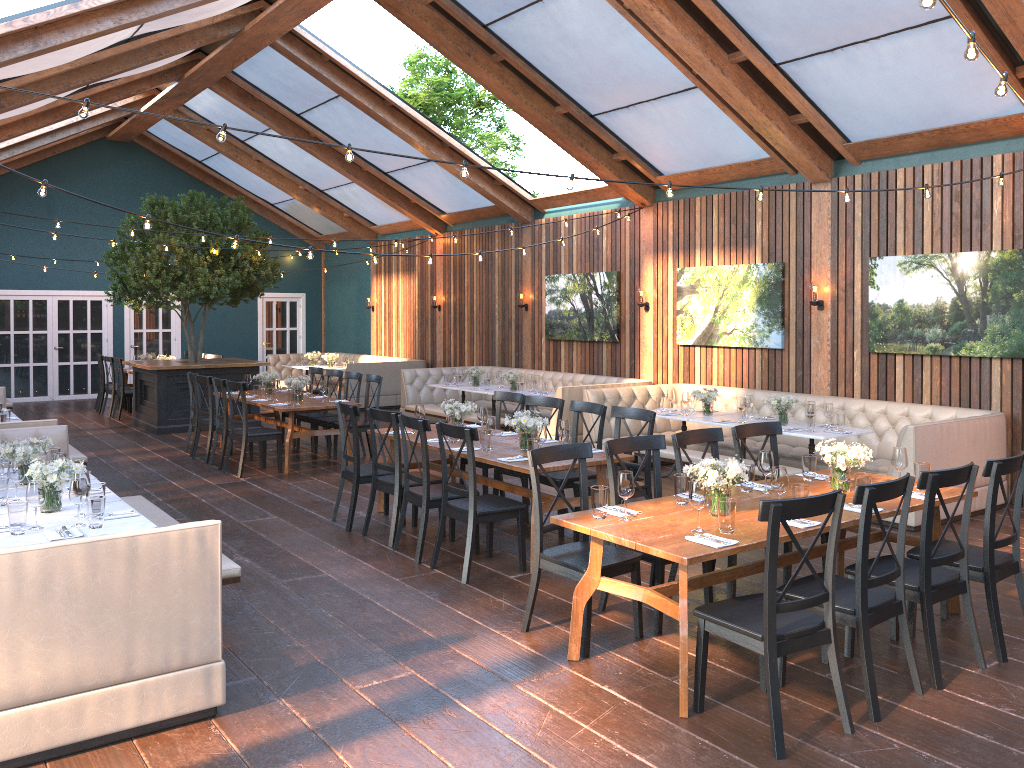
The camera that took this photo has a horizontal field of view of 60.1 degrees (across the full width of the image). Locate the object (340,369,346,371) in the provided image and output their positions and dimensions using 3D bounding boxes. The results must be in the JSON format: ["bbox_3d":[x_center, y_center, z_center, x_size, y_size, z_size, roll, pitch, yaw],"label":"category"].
[{"bbox_3d":[-3.164,-0.272,16.746,0.157,0.019,0.255,-3,6,-35],"label":"object"}]

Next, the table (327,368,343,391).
[{"bbox_3d":[-3.296,0.055,16.975,0.799,0.671,0.800,-2,4,-36],"label":"table"}]

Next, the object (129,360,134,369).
[{"bbox_3d":[-6.981,-0.353,16.229,0.092,0.158,0.092,0,2,-9],"label":"object"}]

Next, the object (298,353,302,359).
[{"bbox_3d":[-4.392,-0.514,18.340,0.092,0.244,0.092,0,1,7],"label":"object"}]

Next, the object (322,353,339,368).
[{"bbox_3d":[-3.569,-0.468,17.365,0.336,0.309,0.330,0,3,7],"label":"object"}]

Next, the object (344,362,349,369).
[{"bbox_3d":[-3.224,-0.382,17.231,0.092,0.158,0.092,2,2,41],"label":"object"}]

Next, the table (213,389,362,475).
[{"bbox_3d":[-2.808,0.530,10.837,0.951,0.728,2.435,-2,5,-35],"label":"table"}]

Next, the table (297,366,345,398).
[{"bbox_3d":[-3.769,0.001,17.640,0.799,0.671,0.800,-2,4,-35],"label":"table"}]

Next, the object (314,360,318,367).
[{"bbox_3d":[-3.855,-0.395,17.397,0.092,0.158,0.092,2,2,41],"label":"object"}]

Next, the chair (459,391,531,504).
[{"bbox_3d":[-0.171,0.598,8.203,0.540,1.019,0.478,-1,2,-35],"label":"chair"}]

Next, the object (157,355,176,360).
[{"bbox_3d":[-6.041,-0.365,15.451,0.329,0.309,0.337,-1,3,-20],"label":"object"}]

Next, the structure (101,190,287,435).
[{"bbox_3d":[-4.949,-1.198,13.845,2.715,3.691,2.856,-1,3,-27],"label":"structure"}]

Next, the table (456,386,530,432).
[{"bbox_3d":[-0.261,0.403,12.696,0.799,0.671,0.800,-2,4,-35],"label":"table"}]

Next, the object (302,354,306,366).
[{"bbox_3d":[-4.262,-0.498,18.136,0.092,0.244,0.092,0,1,7],"label":"object"}]

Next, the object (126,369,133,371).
[{"bbox_3d":[-6.775,-0.253,15.866,0.255,0.019,0.158,-3,6,-35],"label":"object"}]

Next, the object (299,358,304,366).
[{"bbox_3d":[-4.296,-0.446,18.032,0.092,0.158,0.092,2,2,41],"label":"object"}]

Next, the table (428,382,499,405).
[{"bbox_3d":[-0.733,0.349,13.361,0.799,0.671,0.800,-2,4,-36],"label":"table"}]

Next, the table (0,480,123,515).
[{"bbox_3d":[-2.842,1.012,5.324,0.799,0.671,0.800,-2,4,-35],"label":"table"}]

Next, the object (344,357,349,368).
[{"bbox_3d":[-3.166,-0.398,16.910,0.092,0.244,0.092,0,1,13],"label":"object"}]

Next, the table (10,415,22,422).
[{"bbox_3d":[-5.457,0.712,9.010,0.799,0.671,0.800,-2,4,-35],"label":"table"}]

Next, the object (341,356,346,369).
[{"bbox_3d":[-3.258,-0.416,17.127,0.092,0.244,0.092,0,1,13],"label":"object"}]

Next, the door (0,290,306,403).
[{"bbox_3d":[-8.205,-0.829,18.440,8.180,2.206,0.174,-3,3,-35],"label":"door"}]

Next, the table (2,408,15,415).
[{"bbox_3d":[-5.929,0.658,9.675,0.799,0.671,0.800,-2,4,-36],"label":"table"}]

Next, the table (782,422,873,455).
[{"bbox_3d":[2.827,0.757,8.344,0.799,0.671,0.800,-2,4,-36],"label":"table"}]

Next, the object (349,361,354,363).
[{"bbox_3d":[-3.062,-0.353,16.877,0.092,0.158,0.092,2,2,41],"label":"object"}]

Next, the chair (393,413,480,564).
[{"bbox_3d":[-0.556,0.734,6.555,0.540,1.019,0.478,-1,2,-30],"label":"chair"}]

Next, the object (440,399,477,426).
[{"bbox_3d":[-0.456,0.276,7.568,0.329,0.309,0.337,0,3,-1],"label":"object"}]

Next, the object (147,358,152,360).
[{"bbox_3d":[-6.303,-0.327,15.386,0.092,0.244,0.092,0,1,13],"label":"object"}]

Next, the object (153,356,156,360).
[{"bbox_3d":[-6.753,-0.431,16.657,0.092,0.244,0.092,0,1,7],"label":"object"}]

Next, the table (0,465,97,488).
[{"bbox_3d":[-3.314,0.958,5.989,0.799,0.671,0.800,-2,4,-36],"label":"table"}]

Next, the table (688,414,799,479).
[{"bbox_3d":[2.354,0.703,9.010,0.799,0.671,0.800,-2,4,-35],"label":"table"}]

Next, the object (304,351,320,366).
[{"bbox_3d":[-4.062,-0.522,18.035,0.329,0.309,0.337,1,3,20],"label":"object"}]

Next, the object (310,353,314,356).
[{"bbox_3d":[-4.156,-0.519,18.392,0.092,0.244,0.092,0,1,7],"label":"object"}]

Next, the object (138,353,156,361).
[{"bbox_3d":[-6.694,-0.431,16.254,0.329,0.309,0.336,-2,4,-37],"label":"object"}]

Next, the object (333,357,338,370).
[{"bbox_3d":[-3.358,-0.393,16.853,0.092,0.244,0.092,0,1,13],"label":"object"}]

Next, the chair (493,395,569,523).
[{"bbox_3d":[0.153,0.635,7.745,0.540,1.019,0.478,-1,2,-40],"label":"chair"}]

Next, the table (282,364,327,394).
[{"bbox_3d":[-4.241,-0.053,18.306,0.799,0.671,0.800,-2,4,-36],"label":"table"}]

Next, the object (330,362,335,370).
[{"bbox_3d":[-3.392,-0.342,16.749,0.092,0.158,0.092,2,2,41],"label":"object"}]

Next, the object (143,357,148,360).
[{"bbox_3d":[-6.575,-0.368,15.893,0.092,0.244,0.092,0,1,7],"label":"object"}]

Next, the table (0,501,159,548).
[{"bbox_3d":[-2.370,1.066,4.658,0.799,0.671,0.800,-2,4,-36],"label":"table"}]

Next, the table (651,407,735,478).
[{"bbox_3d":[1.882,0.649,9.675,0.799,0.671,0.800,-2,4,-36],"label":"table"}]

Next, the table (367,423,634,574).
[{"bbox_3d":[-0.198,0.829,7.157,0.951,0.728,2.435,-2,5,-35],"label":"table"}]

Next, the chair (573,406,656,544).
[{"bbox_3d":[0.801,0.710,6.832,0.540,1.019,0.478,-1,2,-35],"label":"chair"}]

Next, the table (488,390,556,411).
[{"bbox_3d":[0.212,0.457,12.030,0.799,0.671,0.800,-2,4,-36],"label":"table"}]

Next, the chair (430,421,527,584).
[{"bbox_3d":[-0.227,0.771,6.102,0.540,1.019,0.478,-1,2,-35],"label":"chair"}]

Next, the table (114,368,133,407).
[{"bbox_3d":[-6.352,0.124,15.832,0.951,0.728,2.435,-2,5,-35],"label":"table"}]

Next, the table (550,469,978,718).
[{"bbox_3d":[1.460,1.016,4.863,2.433,0.729,0.952,-3,4,-35],"label":"table"}]

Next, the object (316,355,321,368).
[{"bbox_3d":[-3.821,-0.446,17.501,0.092,0.244,0.092,0,1,13],"label":"object"}]

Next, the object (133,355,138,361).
[{"bbox_3d":[-6.947,-0.404,16.332,0.092,0.244,0.092,0,1,7],"label":"object"}]

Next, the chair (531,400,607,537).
[{"bbox_3d":[0.477,0.673,7.289,0.540,1.019,0.478,-1,2,-30],"label":"chair"}]

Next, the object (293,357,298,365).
[{"bbox_3d":[-4.495,-0.474,18.375,0.092,0.158,0.092,2,2,41],"label":"object"}]
